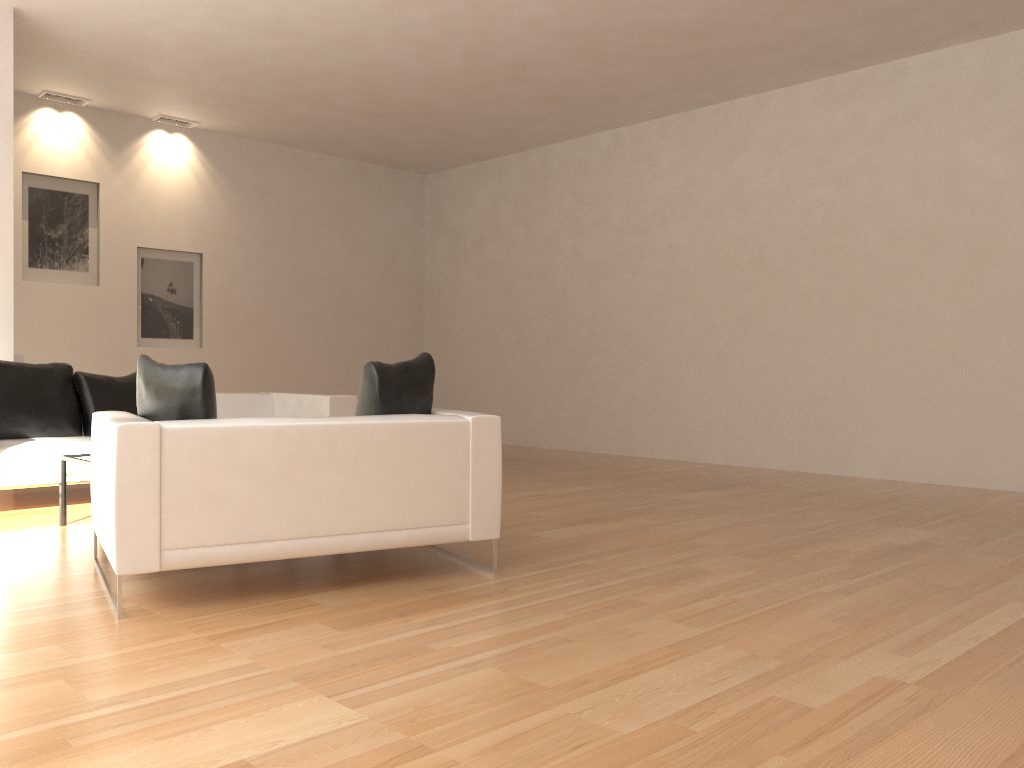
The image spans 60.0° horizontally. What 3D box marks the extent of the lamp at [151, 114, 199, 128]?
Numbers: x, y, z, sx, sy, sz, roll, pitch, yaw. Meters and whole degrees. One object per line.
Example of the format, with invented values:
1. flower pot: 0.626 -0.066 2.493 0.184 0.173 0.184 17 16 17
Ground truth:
1. lamp: -3.799 -3.037 10.012 0.446 0.166 0.243 0 1 -44

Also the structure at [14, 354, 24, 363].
1. structure: -5.432 0.108 7.386 4.625 1.403 1.839 0 1 -44

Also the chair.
1. chair: -1.078 0.508 4.296 1.671 0.761 1.262 0 1 -29

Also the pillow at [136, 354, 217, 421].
1. pillow: -1.520 0.165 3.980 0.660 0.598 0.291 1 1 35

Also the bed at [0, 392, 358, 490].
1. bed: -2.810 0.459 6.953 3.075 0.761 1.262 0 1 -44

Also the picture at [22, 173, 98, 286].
1. picture: -4.774 -1.616 9.366 0.802 1.155 0.005 0 1 -44

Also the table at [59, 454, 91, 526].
1. table: -1.933 0.663 5.663 1.566 0.460 0.709 0 1 -44

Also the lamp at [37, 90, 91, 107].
1. lamp: -4.639 -3.032 9.193 0.446 0.166 0.243 0 1 -44

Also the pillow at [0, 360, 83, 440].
1. pillow: -3.529 0.123 6.447 0.346 0.666 0.755 1 1 32

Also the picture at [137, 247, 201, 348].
1. picture: -3.944 -0.972 10.189 0.802 1.155 0.005 0 1 -44

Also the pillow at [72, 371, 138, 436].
1. pillow: -3.079 0.145 6.916 0.270 0.524 0.628 1 1 29

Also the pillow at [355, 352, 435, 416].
1. pillow: -0.592 0.172 4.400 0.324 0.666 0.506 1 1 36
